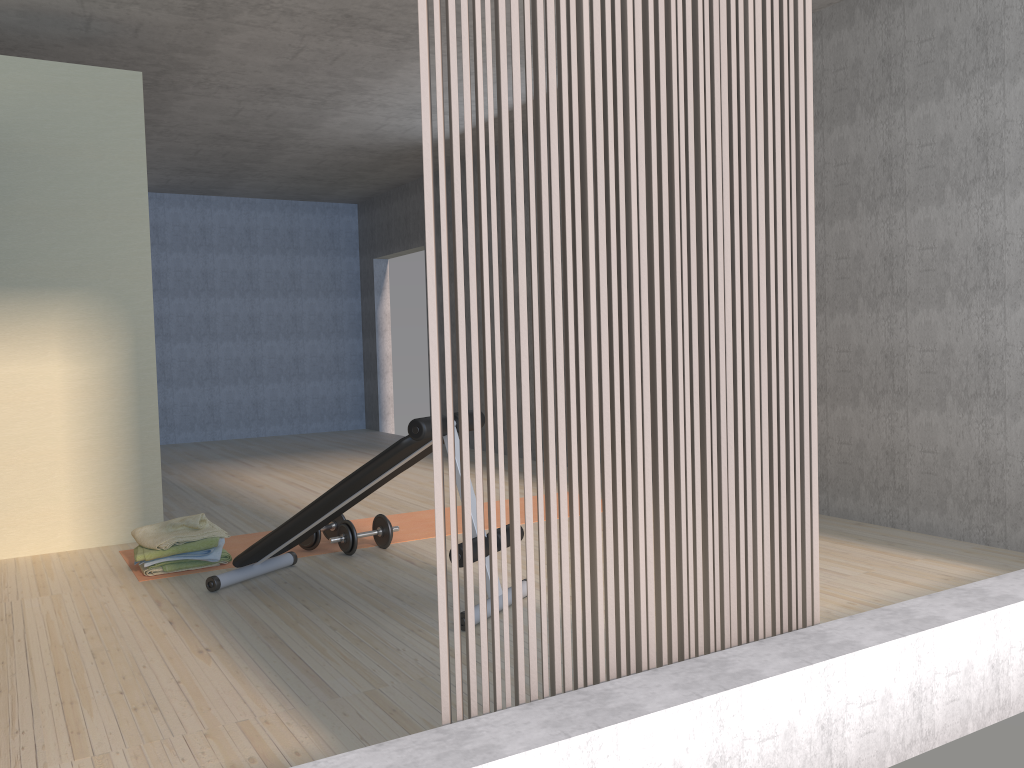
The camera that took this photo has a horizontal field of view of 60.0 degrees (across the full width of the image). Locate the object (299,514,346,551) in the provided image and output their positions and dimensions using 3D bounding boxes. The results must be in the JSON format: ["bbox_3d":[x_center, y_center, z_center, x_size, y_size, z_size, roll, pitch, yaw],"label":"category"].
[{"bbox_3d":[-0.971,0.739,4.510,0.176,0.176,0.385,0,3,31],"label":"object"}]

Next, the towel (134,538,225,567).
[{"bbox_3d":[-1.577,0.792,4.230,0.383,0.078,0.383,-2,3,-14],"label":"towel"}]

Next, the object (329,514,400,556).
[{"bbox_3d":[-0.728,0.746,4.399,0.385,0.176,0.176,-4,3,-39],"label":"object"}]

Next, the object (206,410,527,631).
[{"bbox_3d":[-0.612,0.488,3.628,1.312,0.746,0.505,0,3,29],"label":"object"}]

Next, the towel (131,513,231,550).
[{"bbox_3d":[-1.587,0.701,4.232,0.373,0.123,0.384,1,4,43],"label":"towel"}]

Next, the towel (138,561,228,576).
[{"bbox_3d":[-1.592,0.840,4.254,0.376,0.044,0.371,-3,3,-32],"label":"towel"}]

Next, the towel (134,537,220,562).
[{"bbox_3d":[-1.595,0.757,4.209,0.376,0.085,0.371,-3,3,-26],"label":"towel"}]

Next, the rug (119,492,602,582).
[{"bbox_3d":[-0.644,0.802,4.957,2.779,0.002,0.716,-3,3,-30],"label":"rug"}]

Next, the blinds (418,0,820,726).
[{"bbox_3d":[0.302,-0.463,2.033,1.133,2.744,0.069,-3,3,-30],"label":"blinds"}]

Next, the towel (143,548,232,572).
[{"bbox_3d":[-1.572,0.816,4.256,0.380,0.081,0.367,-3,3,-33],"label":"towel"}]
